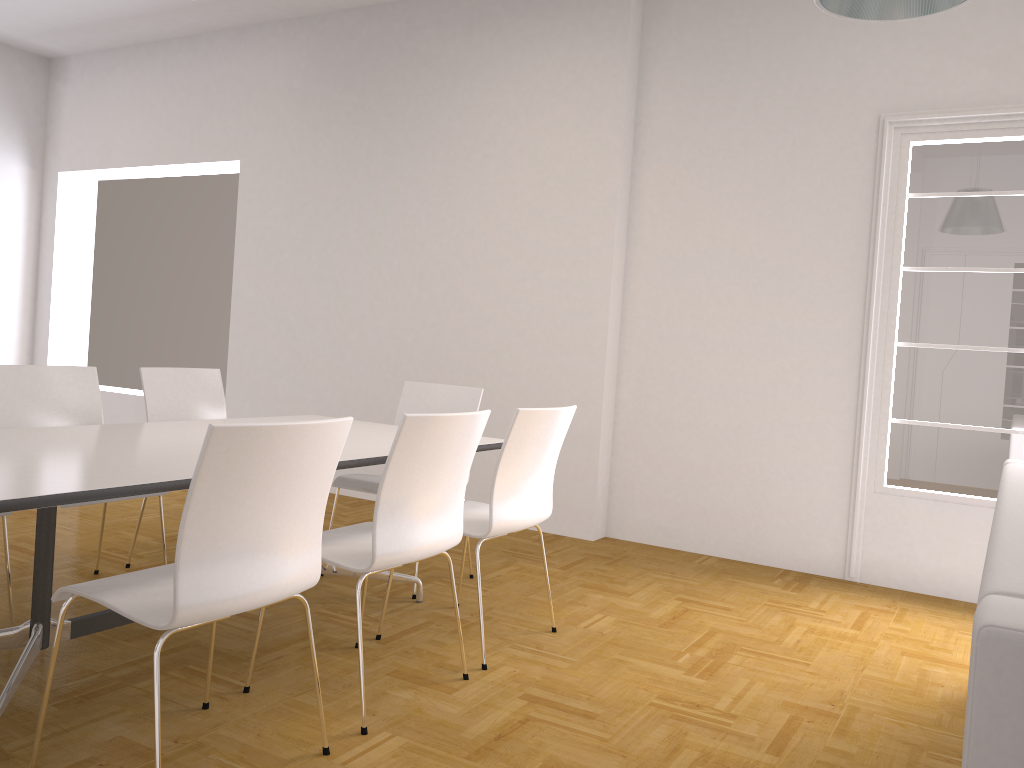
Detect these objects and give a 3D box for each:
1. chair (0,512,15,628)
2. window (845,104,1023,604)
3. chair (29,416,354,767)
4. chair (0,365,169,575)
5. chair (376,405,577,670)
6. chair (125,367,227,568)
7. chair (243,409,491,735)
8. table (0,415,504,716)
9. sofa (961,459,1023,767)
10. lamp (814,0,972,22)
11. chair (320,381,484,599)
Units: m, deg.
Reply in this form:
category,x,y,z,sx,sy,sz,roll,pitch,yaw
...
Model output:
category,x,y,z,sx,sy,sz,roll,pitch,yaw
chair,-2.120,0.408,3.051,0.576,0.931,0.561,5,2,30
window,3.378,-0.060,4.023,3.353,2.527,0.195,5,2,30
chair,-0.779,0.531,2.267,0.576,0.931,0.561,5,2,30
chair,-1.792,0.407,3.624,0.576,0.931,0.561,5,2,30
chair,-0.102,0.529,3.448,0.576,0.931,0.561,5,2,30
chair,-1.443,0.406,4.233,0.576,0.931,0.561,5,2,30
chair,-0.430,0.530,2.875,0.576,0.931,0.561,5,2,30
table,-1.127,0.568,3.238,1.211,0.722,2.410,5,3,30
sofa,1.524,0.727,1.999,0.823,0.848,2.622,5,2,30
lamp,1.172,-1.771,2.590,0.465,1.249,0.464,5,1,29
chair,-0.498,0.468,4.288,0.561,0.931,0.575,5,2,30
